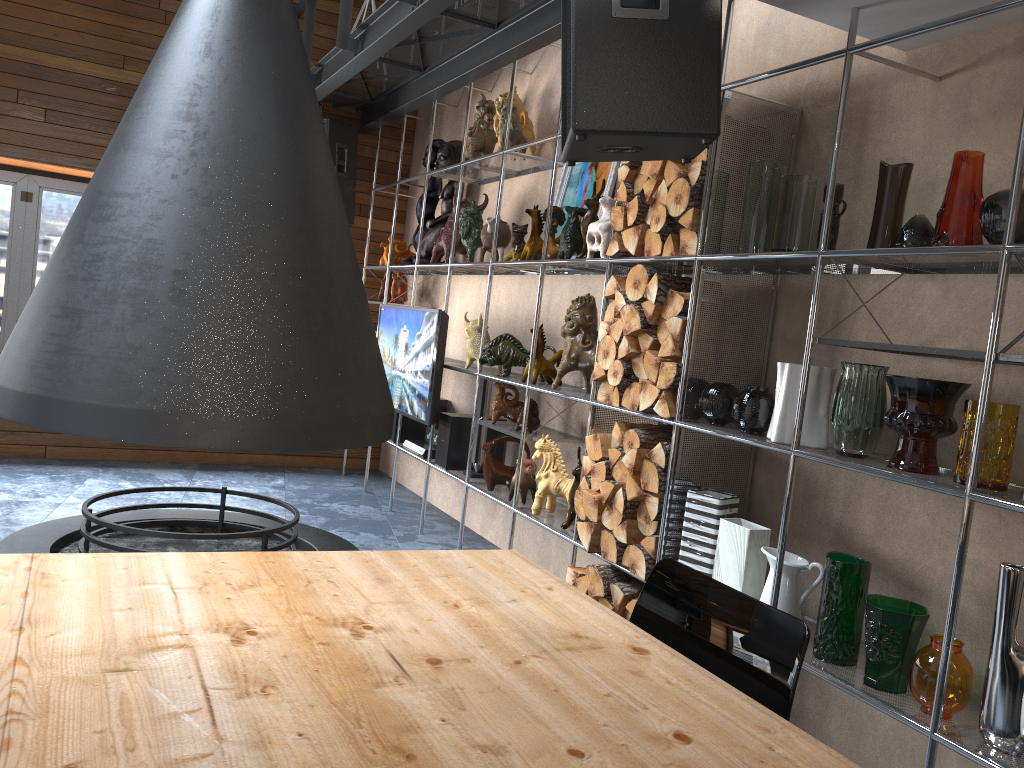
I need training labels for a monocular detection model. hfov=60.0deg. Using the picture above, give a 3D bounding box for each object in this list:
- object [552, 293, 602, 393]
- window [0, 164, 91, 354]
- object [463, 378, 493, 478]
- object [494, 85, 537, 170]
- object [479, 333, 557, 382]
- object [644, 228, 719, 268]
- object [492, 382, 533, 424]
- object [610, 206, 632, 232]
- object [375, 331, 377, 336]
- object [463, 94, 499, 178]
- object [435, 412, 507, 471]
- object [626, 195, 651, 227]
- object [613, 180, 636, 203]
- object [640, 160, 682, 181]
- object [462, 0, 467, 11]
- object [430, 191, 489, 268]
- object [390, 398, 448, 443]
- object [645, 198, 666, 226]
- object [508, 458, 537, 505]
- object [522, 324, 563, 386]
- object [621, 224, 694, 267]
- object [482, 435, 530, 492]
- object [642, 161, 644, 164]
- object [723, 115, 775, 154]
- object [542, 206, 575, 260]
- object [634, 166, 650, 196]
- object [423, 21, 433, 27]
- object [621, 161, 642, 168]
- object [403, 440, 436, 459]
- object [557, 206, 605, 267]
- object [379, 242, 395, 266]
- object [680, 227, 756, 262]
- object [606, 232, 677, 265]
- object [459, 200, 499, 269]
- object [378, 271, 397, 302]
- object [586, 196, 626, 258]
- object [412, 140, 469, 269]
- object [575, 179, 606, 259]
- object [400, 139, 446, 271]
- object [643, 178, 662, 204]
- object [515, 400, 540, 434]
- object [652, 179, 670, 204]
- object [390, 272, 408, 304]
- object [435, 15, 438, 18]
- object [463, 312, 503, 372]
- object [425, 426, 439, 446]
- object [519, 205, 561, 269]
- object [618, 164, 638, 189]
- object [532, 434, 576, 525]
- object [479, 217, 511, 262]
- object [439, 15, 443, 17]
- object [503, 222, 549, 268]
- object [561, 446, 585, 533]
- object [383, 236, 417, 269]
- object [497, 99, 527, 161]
[{"bbox_3d":[0.366,-0.172,3.865,0.210,0.451,0.405,4,4,-34],"label":"object"},{"bbox_3d":[-4.306,-0.870,5.803,5.936,1.522,0.101,5,4,-26],"label":"window"},{"bbox_3d":[-0.164,0.237,4.804,0.112,0.533,0.112,5,4,-26],"label":"object"},{"bbox_3d":[0.030,-1.436,4.912,0.215,0.458,0.328,5,4,-21],"label":"object"},{"bbox_3d":[0.041,-0.137,4.468,0.403,0.221,0.192,7,4,10],"label":"object"},{"bbox_3d":[0.651,-0.511,3.329,0.299,0.114,0.135,5,4,-24],"label":"object"},{"bbox_3d":[0.007,0.106,4.508,0.217,0.214,0.108,7,4,-2],"label":"object"},{"bbox_3d":[0.550,-0.632,3.526,0.321,0.109,0.110,5,4,-27],"label":"object"},{"bbox_3d":[-0.882,-0.318,6.406,0.320,0.114,0.405,5,4,-26],"label":"object"},{"bbox_3d":[-0.202,-1.481,5.297,0.207,0.442,0.328,4,4,-33],"label":"object"},{"bbox_3d":[-0.235,0.332,5.043,0.343,0.303,0.175,5,4,-26],"label":"object"},{"bbox_3d":[0.603,-0.654,3.423,0.329,0.135,0.095,5,4,-23],"label":"object"},{"bbox_3d":[0.570,-0.724,3.508,0.331,0.110,0.107,5,4,-24],"label":"object"},{"bbox_3d":[0.655,-0.790,3.291,0.321,0.128,0.164,5,4,-26],"label":"object"},{"bbox_3d":[-0.242,-2.328,5.336,0.111,0.174,0.011,5,4,-26],"label":"object"},{"bbox_3d":[-0.334,-0.918,5.297,0.219,0.440,0.463,5,4,-27],"label":"object"},{"bbox_3d":[-0.630,0.234,5.850,0.343,0.303,0.175,5,4,-26],"label":"object"},{"bbox_3d":[0.661,-0.625,3.339,0.288,0.118,0.147,5,4,-23],"label":"object"},{"bbox_3d":[0.060,0.458,4.278,0.119,0.220,0.212,7,4,8],"label":"object"},{"bbox_3d":[0.178,-0.139,4.244,0.097,0.290,0.290,10,5,44],"label":"object"},{"bbox_3d":[0.610,-0.528,3.449,0.362,0.131,0.154,5,4,-27],"label":"object"},{"bbox_3d":[-0.038,0.401,4.489,0.249,0.290,0.114,7,4,-1],"label":"object"},{"bbox_3d":[0.636,-0.833,3.362,0.303,0.090,0.098,5,4,-25],"label":"object"},{"bbox_3d":[0.769,-0.884,3.123,0.308,0.107,0.121,5,4,-22],"label":"object"},{"bbox_3d":[0.235,-0.695,4.173,0.227,0.270,0.123,5,4,-26],"label":"object"},{"bbox_3d":[0.622,-0.771,3.440,0.290,0.153,0.112,5,4,-23],"label":"object"},{"bbox_3d":[-0.697,-2.623,6.379,0.234,0.025,0.176,5,4,-26],"label":"object"},{"bbox_3d":[0.584,-0.893,3.448,0.312,0.150,0.140,5,4,-23],"label":"object"},{"bbox_3d":[-0.458,0.405,5.430,0.325,0.058,0.360,5,4,-26],"label":"object"},{"bbox_3d":[0.341,-0.662,3.999,0.253,0.249,0.126,5,4,-21],"label":"object"},{"bbox_3d":[-0.874,-0.943,6.457,0.233,0.209,0.107,4,5,-39],"label":"object"},{"bbox_3d":[0.742,-0.486,3.155,0.287,0.112,0.126,5,4,-26],"label":"object"},{"bbox_3d":[0.545,-0.537,3.526,0.330,0.105,0.107,5,4,-24],"label":"object"},{"bbox_3d":[-0.175,-0.832,4.930,0.255,0.356,0.167,6,4,-7],"label":"object"},{"bbox_3d":[-0.884,-0.703,6.458,0.116,0.229,0.233,8,4,13],"label":"object"},{"bbox_3d":[0.470,-0.641,3.703,0.314,0.280,0.151,5,4,-28],"label":"object"},{"bbox_3d":[-0.450,-1.164,5.743,0.305,0.840,0.237,5,4,-24],"label":"object"},{"bbox_3d":[0.393,-0.699,3.846,0.198,0.358,0.116,5,4,-19],"label":"object"},{"bbox_3d":[-0.584,-1.217,5.972,0.244,0.879,0.244,7,4,2],"label":"object"},{"bbox_3d":[0.659,-0.705,3.359,0.330,0.098,0.107,5,4,-22],"label":"object"},{"bbox_3d":[0.083,0.150,4.299,0.105,0.168,0.210,8,4,14],"label":"object"},{"bbox_3d":[0.679,-0.685,3.280,0.331,0.110,0.101,5,4,-28],"label":"object"},{"bbox_3d":[-0.793,-0.676,6.281,0.060,0.223,0.267,8,4,19],"label":"object"},{"bbox_3d":[-0.585,-2.588,6.148,0.201,0.012,0.161,5,4,-26],"label":"object"},{"bbox_3d":[-0.131,-0.223,4.766,0.325,0.309,0.154,3,5,-41],"label":"object"},{"bbox_3d":[-0.454,0.325,5.422,0.080,0.101,0.223,5,4,-26],"label":"object"},{"bbox_3d":[0.181,-0.717,4.332,0.290,0.290,0.097,5,4,-28],"label":"object"},{"bbox_3d":[0.572,-0.790,3.499,0.308,0.120,0.098,5,4,-22],"label":"object"},{"bbox_3d":[0.247,0.427,3.968,0.375,0.363,0.170,9,4,29],"label":"object"},{"bbox_3d":[-0.088,-0.764,4.719,0.164,0.266,0.237,6,4,-10],"label":"object"},{"bbox_3d":[-0.571,-2.600,6.158,0.226,0.012,0.159,5,4,-26],"label":"object"},{"bbox_3d":[0.110,-0.696,4.492,0.272,0.207,0.137,5,4,-23],"label":"object"},{"bbox_3d":[0.324,0.451,3.768,0.198,0.358,0.116,4,4,-34],"label":"object"},{"bbox_3d":[-0.762,-0.915,6.235,0.278,0.222,0.138,6,4,-16],"label":"object"},{"bbox_3d":[0.010,-1.326,4.624,0.208,0.280,0.131,3,5,-44],"label":"object"}]
